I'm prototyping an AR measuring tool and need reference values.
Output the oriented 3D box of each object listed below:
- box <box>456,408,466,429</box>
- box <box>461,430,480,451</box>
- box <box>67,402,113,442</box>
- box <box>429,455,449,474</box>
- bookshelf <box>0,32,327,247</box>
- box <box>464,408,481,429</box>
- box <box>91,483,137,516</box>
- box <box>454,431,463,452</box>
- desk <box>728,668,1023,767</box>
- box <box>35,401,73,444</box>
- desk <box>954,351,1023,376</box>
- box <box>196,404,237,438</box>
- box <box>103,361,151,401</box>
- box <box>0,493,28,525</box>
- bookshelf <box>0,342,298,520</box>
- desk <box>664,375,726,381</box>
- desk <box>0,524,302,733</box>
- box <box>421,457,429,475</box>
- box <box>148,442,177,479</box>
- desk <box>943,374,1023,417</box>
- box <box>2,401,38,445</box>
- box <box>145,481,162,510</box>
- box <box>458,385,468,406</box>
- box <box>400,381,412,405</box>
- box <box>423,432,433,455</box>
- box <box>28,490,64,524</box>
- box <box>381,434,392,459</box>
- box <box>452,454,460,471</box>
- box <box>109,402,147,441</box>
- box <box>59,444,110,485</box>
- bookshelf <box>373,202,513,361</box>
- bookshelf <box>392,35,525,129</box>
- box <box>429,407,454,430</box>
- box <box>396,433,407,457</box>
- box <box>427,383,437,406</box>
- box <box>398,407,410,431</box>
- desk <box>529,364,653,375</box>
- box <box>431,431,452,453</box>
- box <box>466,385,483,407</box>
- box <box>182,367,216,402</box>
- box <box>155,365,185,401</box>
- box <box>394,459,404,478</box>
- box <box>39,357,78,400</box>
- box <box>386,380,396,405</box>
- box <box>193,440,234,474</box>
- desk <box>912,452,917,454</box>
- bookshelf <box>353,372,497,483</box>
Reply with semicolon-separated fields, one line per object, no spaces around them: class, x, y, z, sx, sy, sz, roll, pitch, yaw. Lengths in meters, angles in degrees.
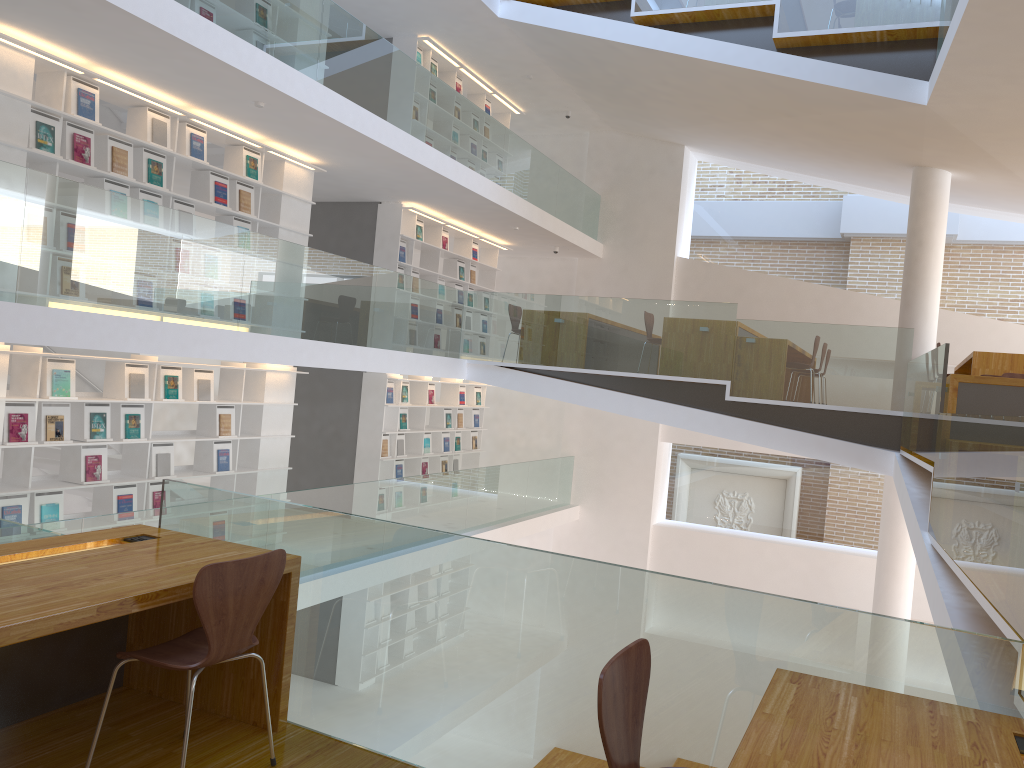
box;-0.829;0.485;12.734;0.274;0.296;0.245;5;0;24
box;-0.641;0.829;13.228;0.274;0.296;0.245;5;0;24
box;-3.309;0.286;6.938;0.274;0.296;0.245;5;0;24
box;-1.028;1.129;12.418;0.274;0.296;0.245;5;0;24
bookshelf;-2.924;-1.400;7.449;0.498;1.836;3.666;5;0;24
box;-0.617;0.501;13.214;0.274;0.296;0.245;5;0;24
box;-3.231;0.959;7.254;0.274;0.296;0.245;5;0;24
box;-0.862;0.812;12.726;0.274;0.296;0.245;5;0;24
desk;0.361;1.015;0.677;0.760;0.606;3.185;5;0;24
box;-3.465;0.281;6.616;0.274;0.296;0.245;5;0;24
desk;5.373;0.181;9.276;1.247;0.762;3.194;5;0;24
box;-2.733;0.338;8.249;0.274;0.296;0.245;5;0;24
box;-3.138;-0.024;7.259;0.274;0.296;0.245;5;0;24
box;-3.633;0.927;6.340;0.274;0.296;0.245;5;0;24
bookshelf;-3.155;0.649;7.480;0.397;1.836;3.666;5;0;24
desk;2.748;-0.212;10.374;1.248;0.757;3.196;5;0;24
desk;-1.989;0.954;1.921;1.285;0.918;3.236;5;0;24
box;-1.255;1.111;11.901;0.274;0.296;0.245;5;0;24
box;-3.053;0.643;7.590;0.274;0.296;0.245;5;0;24
desk;4.281;0.582;5.152;3.216;1.022;1.248;5;0;24
box;-3.575;0.271;6.333;0.274;0.296;0.245;5;0;24
box;-3.080;0.970;7.597;0.274;0.296;0.245;5;0;24
box;-0.799;0.159;12.732;0.274;0.296;0.245;5;0;24
box;-1.443;0.108;11.268;0.274;0.296;0.245;5;0;24
box;-1.220;0.784;11.912;0.274;0.296;0.245;5;0;24
box;-3.514;0.936;6.610;0.274;0.296;0.245;5;0;24
box;-1.652;0.750;10.929;0.274;0.296;0.245;5;0;24
box;-0.883;1.140;12.746;0.274;0.296;0.245;5;0;24
box;-3.170;0.304;7.255;0.274;0.296;0.245;5;0;24
box;-3.336;0.613;6.945;0.274;0.296;0.245;5;0;24
bookshelf;-0.884;-1.241;12.080;0.498;1.836;2.984;5;0;24
bookshelf;-0.701;-3.279;12.070;0.498;1.836;2.984;5;0;24
box;-0.974;0.474;12.403;0.274;0.296;0.245;5;0;24
box;-1.501;0.762;11.273;0.274;0.296;0.245;5;0;24
box;-1.168;0.128;11.888;0.274;0.296;0.245;5;0;24
box;-1.462;0.431;11.292;0.274;0.296;0.245;5;0;24
desk;1.085;-0.441;11.115;0.760;0.606;3.194;5;0;24
box;-1.004;0.801;12.404;0.274;0.296;0.245;5;0;24
box;-0.588;0.174;13.213;0.274;0.296;0.245;5;0;24
box;-4.366;1.630;4.813;0.498;3.764;7.125;5;0;24
box;-2.988;-0.012;7.600;0.274;0.296;0.245;5;0;24
box;-1.515;1.091;11.310;0.274;0.296;0.245;5;0;24
box;-3.424;-0.046;6.609;0.274;0.296;0.245;5;0;24
box;-1.593;0.099;10.927;0.274;0.296;0.245;5;0;24
box;-2.761;0.665;8.252;0.274;0.296;0.245;5;0;24
desk;5.037;0.432;7.044;3.356;0.606;0.760;5;0;24
bookshelf;-1.068;0.812;12.091;0.498;1.836;2.984;5;0;24
